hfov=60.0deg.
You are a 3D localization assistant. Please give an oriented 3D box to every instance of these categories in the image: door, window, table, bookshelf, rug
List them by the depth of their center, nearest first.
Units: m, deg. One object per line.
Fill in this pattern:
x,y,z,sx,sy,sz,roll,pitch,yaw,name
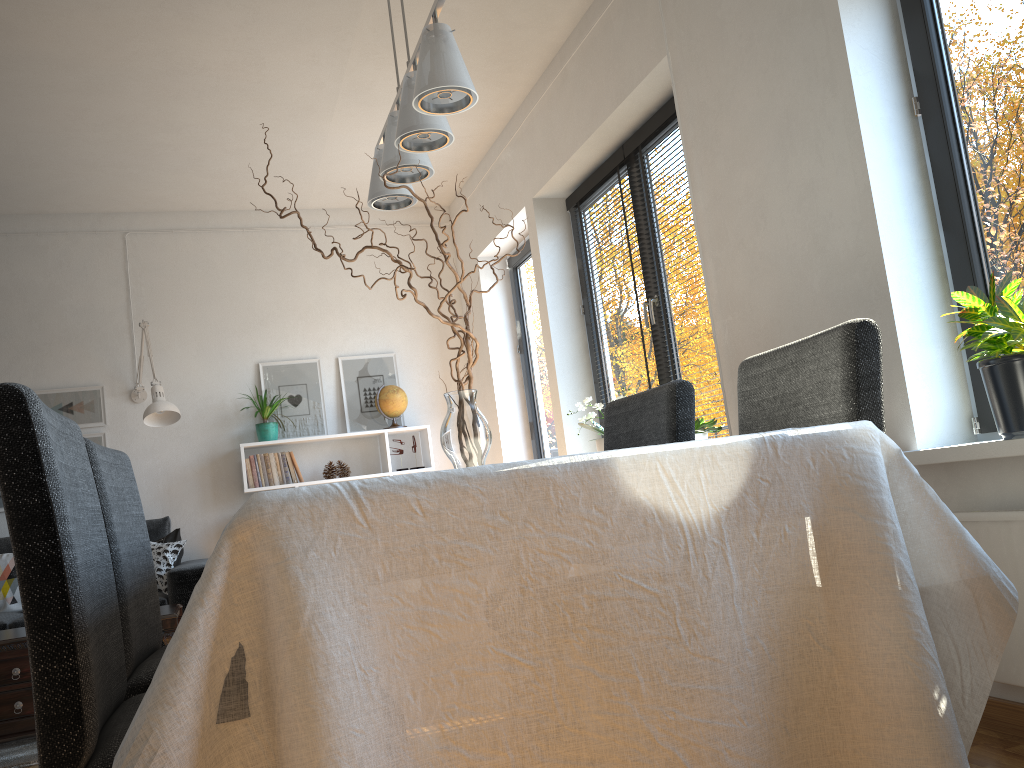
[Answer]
1.397,-0.739,1.748,0.119,1.585,1.564,-5,-7,-19,window
-0.078,0.589,1.915,1.235,0.761,1.860,-5,-7,-18,table
-1.830,1.398,3.570,1.812,0.034,1.054,-5,-7,-20,rug
-1.943,1.204,3.578,1.179,0.408,0.571,-5,-7,-19,table
0.267,0.192,5.287,0.119,2.271,0.978,-5,-7,-19,door
-1.057,0.925,5.636,1.189,1.199,0.238,-5,-7,-19,bookshelf
12.213,0.712,6.964,21.839,18.342,12.987,-9,-7,11,window

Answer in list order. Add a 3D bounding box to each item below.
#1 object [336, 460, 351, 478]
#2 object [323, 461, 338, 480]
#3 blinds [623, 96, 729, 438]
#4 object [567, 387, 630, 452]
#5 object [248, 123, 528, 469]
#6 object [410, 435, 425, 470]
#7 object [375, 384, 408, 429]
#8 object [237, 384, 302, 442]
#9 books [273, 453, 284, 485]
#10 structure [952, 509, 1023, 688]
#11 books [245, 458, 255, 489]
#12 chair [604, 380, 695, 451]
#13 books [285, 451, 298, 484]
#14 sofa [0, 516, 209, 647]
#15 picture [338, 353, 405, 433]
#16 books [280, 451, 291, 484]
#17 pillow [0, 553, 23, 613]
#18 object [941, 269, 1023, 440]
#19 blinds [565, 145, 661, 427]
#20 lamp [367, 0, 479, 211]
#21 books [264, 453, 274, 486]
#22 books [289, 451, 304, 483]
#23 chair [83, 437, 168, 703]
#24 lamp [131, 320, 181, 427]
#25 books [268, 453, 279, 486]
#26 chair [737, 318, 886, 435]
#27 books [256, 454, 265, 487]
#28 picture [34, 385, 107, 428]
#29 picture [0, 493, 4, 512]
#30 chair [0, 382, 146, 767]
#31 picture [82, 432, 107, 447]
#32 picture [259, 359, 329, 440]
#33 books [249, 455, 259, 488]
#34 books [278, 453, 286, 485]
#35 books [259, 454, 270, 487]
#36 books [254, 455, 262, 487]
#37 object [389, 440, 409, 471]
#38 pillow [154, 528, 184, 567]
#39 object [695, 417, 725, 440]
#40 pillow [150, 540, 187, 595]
-1.084,0.547,5.689,0.101,0.125,0.096,-7,-6,-4,object
-1.161,0.553,5.666,0.103,0.127,0.095,-11,-7,26,object
0.730,-0.462,3.648,0.049,1.420,0.712,-5,-7,-19,blinds
0.441,0.252,4.139,0.340,0.443,0.287,-4,-7,-31,object
-0.171,-0.184,1.889,0.615,0.783,0.404,-1,-9,-44,object
-0.638,0.455,5.869,0.075,0.230,0.066,-2,-8,-39,object
-0.791,0.152,5.843,0.217,0.305,0.216,-7,-6,-2,object
-1.533,0.185,5.599,0.424,0.371,0.388,-3,-8,-32,object
-1.466,0.535,5.551,0.044,0.208,0.133,-5,-7,-19,books
1.281,0.454,1.632,0.078,0.459,1.460,-5,-7,-18,structure
-1.625,0.558,5.488,0.047,0.191,0.124,-5,-7,-19,books
0.226,0.511,2.416,0.544,0.958,0.462,-5,-7,-19,chair
-1.390,0.529,5.579,0.061,0.211,0.128,-5,-7,-18,books
-2.642,1.138,4.016,2.507,0.846,2.167,-5,-7,-19,sofa
-0.936,0.065,5.927,0.390,0.531,0.059,-5,-7,-19,picture
-1.425,0.532,5.567,0.044,0.208,0.133,-5,-7,-18,books
-2.676,1.054,4.704,0.436,0.368,0.286,-5,-7,-19,pillow
1.167,-0.078,1.982,0.299,0.384,0.334,-7,-7,-4,object
0.507,-0.350,4.327,0.049,1.420,0.712,-5,-7,-19,blinds
-0.302,-1.140,2.083,0.131,1.282,0.761,-5,-7,-19,lamp
-1.518,0.539,5.529,0.044,0.210,0.134,-5,-7,-18,books
-1.359,0.526,5.586,0.070,0.204,0.132,-5,-7,-18,books
-0.702,0.592,2.098,0.544,0.958,0.462,-6,-6,-14,chair
-2.119,-0.057,5.236,0.200,0.668,0.699,-4,-7,-28,lamp
-1.493,0.538,5.543,0.048,0.208,0.135,-5,-7,-19,books
0.444,0.401,1.754,0.544,0.958,0.462,-6,-6,-14,chair
-1.565,0.543,5.516,0.035,0.209,0.129,-5,-7,-19,books
-2.672,0.149,5.366,0.390,0.248,0.021,-5,-7,-19,picture
-2.828,0.665,5.237,0.836,0.136,0.021,-5,-7,-19,picture
-0.485,0.483,1.436,0.544,0.958,0.462,-5,-7,-19,chair
-2.540,0.423,5.368,0.166,0.248,0.021,-5,-7,-19,picture
-1.416,0.108,5.762,0.390,0.531,0.059,-5,-7,-19,picture
-1.602,0.548,5.503,0.043,0.205,0.129,-5,-7,-19,books
-1.445,0.536,5.559,0.035,0.204,0.131,-5,-7,-19,books
-1.544,0.543,5.524,0.044,0.208,0.136,-5,-7,-19,books
-1.581,0.548,5.512,0.033,0.210,0.136,-5,-7,-18,books
-0.759,0.470,5.816,0.134,0.217,0.066,-7,-6,-4,object
-2.030,1.007,4.942,0.449,0.358,0.234,-8,-6,7,pillow
0.706,0.248,3.532,0.283,0.237,0.267,-2,-8,-37,object
-1.920,0.990,4.790,0.358,0.312,0.170,-10,-7,21,pillow
